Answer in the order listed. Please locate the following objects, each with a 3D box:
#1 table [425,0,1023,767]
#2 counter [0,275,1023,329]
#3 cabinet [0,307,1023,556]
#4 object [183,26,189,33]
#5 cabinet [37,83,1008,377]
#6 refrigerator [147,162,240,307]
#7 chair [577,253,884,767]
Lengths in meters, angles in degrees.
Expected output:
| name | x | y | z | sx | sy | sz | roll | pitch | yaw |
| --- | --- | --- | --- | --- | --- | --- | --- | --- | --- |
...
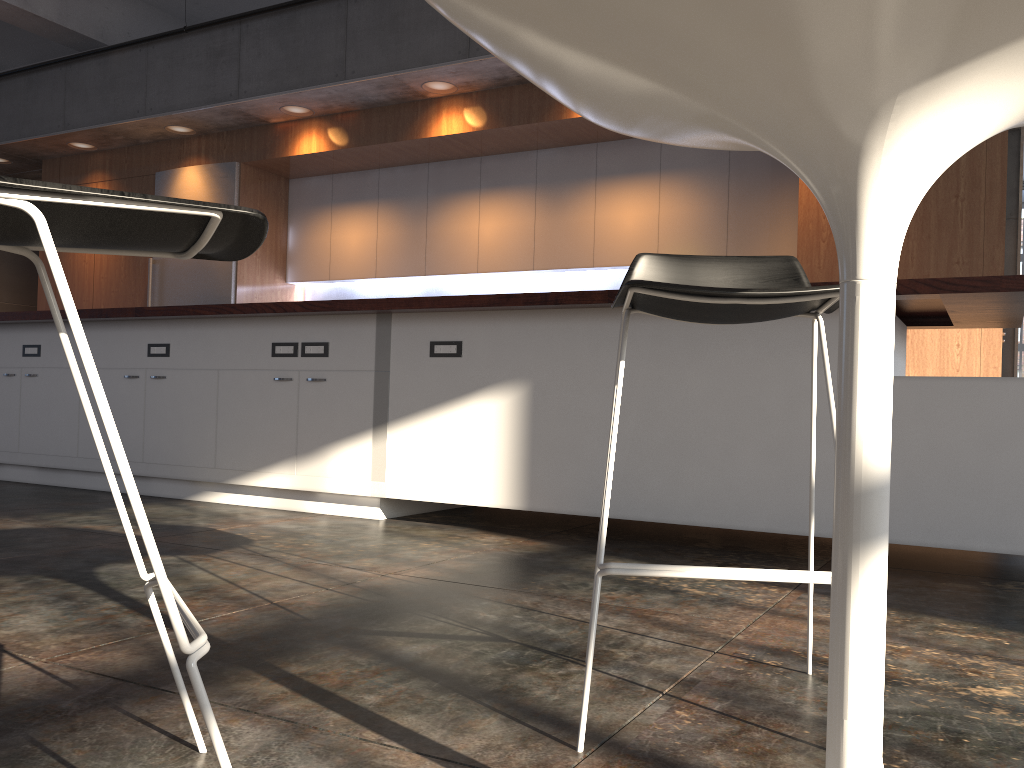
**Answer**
| name | x | y | z | sx | sy | sz | roll | pitch | yaw |
| --- | --- | --- | --- | --- | --- | --- | --- | --- | --- |
| table | 0.339 | 0.080 | 0.857 | 0.814 | 0.951 | 0.843 | 1 | -1 | 28 |
| counter | -1.089 | 0.132 | 4.656 | 6.538 | 0.971 | 1.162 | 1 | -1 | 28 |
| cabinet | -0.563 | 0.171 | 4.369 | 5.549 | 0.930 | 0.939 | 1 | -1 | 28 |
| object | -0.023 | -0.432 | 6.527 | 0.061 | 0.053 | 0.053 | 1 | -1 | 35 |
| cabinet | -0.358 | -0.733 | 7.551 | 7.964 | 2.562 | 2.422 | 1 | -1 | 28 |
| refrigerator | -2.647 | -0.709 | 7.433 | 0.940 | 2.190 | 0.223 | 2 | 0 | 25 |
| chair | 0.361 | 0.189 | 1.559 | 0.462 | 0.895 | 0.507 | 2 | -1 | 5 |
